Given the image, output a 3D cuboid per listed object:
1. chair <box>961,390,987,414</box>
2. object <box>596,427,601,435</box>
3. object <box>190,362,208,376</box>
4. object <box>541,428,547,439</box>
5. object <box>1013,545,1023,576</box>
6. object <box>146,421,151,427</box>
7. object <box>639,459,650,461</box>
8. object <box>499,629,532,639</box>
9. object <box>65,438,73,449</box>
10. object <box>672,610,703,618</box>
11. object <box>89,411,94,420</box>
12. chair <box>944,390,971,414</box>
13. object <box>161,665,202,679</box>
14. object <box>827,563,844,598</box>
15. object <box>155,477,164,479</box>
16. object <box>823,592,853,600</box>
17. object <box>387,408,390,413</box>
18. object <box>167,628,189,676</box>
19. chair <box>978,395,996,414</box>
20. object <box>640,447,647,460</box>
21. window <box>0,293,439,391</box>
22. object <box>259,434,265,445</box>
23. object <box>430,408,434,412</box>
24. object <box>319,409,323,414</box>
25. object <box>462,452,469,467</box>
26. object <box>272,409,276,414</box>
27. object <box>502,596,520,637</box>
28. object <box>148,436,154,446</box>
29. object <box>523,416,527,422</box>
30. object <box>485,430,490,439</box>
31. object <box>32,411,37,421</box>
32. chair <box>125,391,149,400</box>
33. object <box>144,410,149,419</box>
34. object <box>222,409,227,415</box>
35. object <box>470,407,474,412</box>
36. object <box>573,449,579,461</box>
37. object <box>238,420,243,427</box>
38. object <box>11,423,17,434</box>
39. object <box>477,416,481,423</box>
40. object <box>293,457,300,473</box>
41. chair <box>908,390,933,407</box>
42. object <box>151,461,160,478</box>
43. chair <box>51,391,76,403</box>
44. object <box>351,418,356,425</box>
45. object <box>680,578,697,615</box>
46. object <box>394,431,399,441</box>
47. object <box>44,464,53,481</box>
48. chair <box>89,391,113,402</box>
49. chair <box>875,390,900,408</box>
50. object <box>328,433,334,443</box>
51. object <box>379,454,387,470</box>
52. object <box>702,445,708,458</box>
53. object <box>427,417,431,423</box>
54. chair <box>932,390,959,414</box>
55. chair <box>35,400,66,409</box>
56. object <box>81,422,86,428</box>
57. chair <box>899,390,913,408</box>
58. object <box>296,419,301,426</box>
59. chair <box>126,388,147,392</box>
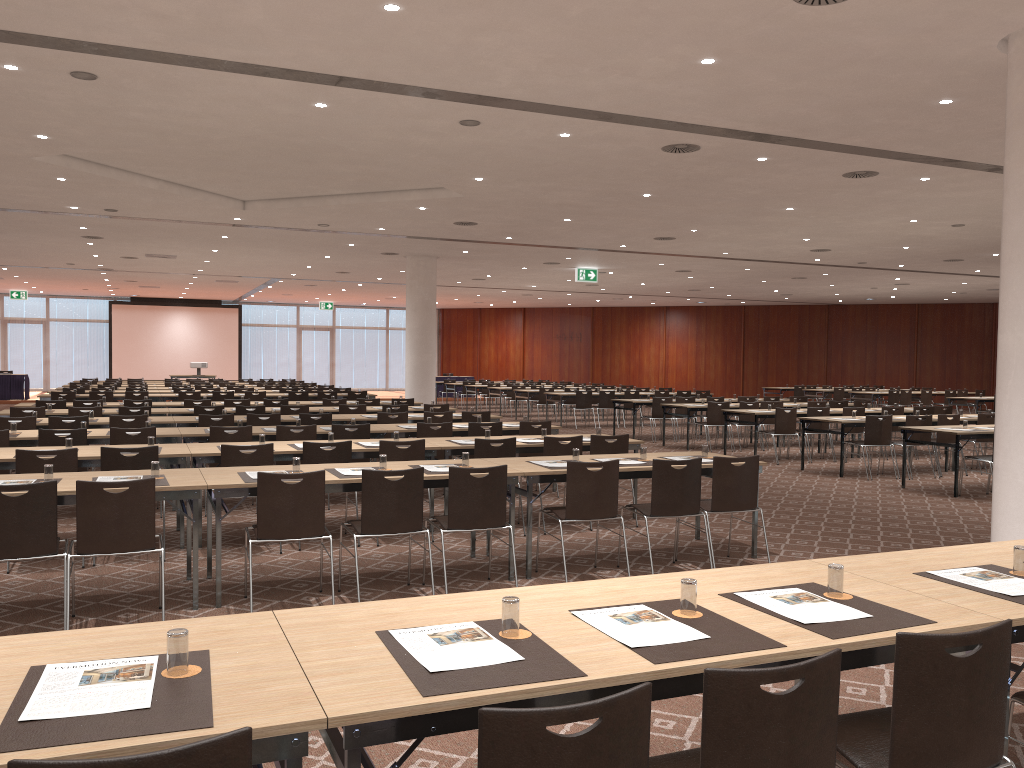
[{"bbox_3d":[14.175,0.636,27.130,0.535,0.940,0.613,0,2,-25],"label":"chair"},{"bbox_3d":[0.950,0.533,9.708,0.054,0.114,0.054,-1,3,-34],"label":"object"},{"bbox_3d":[-11.082,-0.542,31.377,0.576,0.472,0.614,0,2,-23],"label":"object"},{"bbox_3d":[0.341,0.532,9.458,0.054,0.114,0.054,1,2,11],"label":"object"},{"bbox_3d":[2.083,0.721,3.630,0.054,0.114,0.054,1,2,11],"label":"object"},{"bbox_3d":[-4.014,0.465,9.785,0.054,0.114,0.054,2,3,33],"label":"object"},{"bbox_3d":[1.129,0.653,7.606,0.102,0.001,0.102,2,2,33],"label":"object"},{"bbox_3d":[0.010,0.776,2.754,0.102,0.001,0.102,2,2,33],"label":"object"},{"bbox_3d":[-3.846,0.527,7.698,0.054,0.114,0.054,0,2,-12],"label":"object"},{"bbox_3d":[0.593,0.777,2.998,0.102,0.001,0.102,2,2,33],"label":"object"},{"bbox_3d":[-5.396,0.401,11.380,0.054,0.114,0.054,-1,3,-34],"label":"object"},{"bbox_3d":[13.579,0.631,27.014,0.535,0.940,0.613,0,2,-23],"label":"chair"},{"bbox_3d":[-0.890,0.775,2.390,0.102,0.001,0.102,2,2,33],"label":"object"},{"bbox_3d":[1.187,0.720,3.254,0.054,0.114,0.054,2,3,33],"label":"object"},{"bbox_3d":[-2.449,0.648,6.104,0.102,0.001,0.102,2,2,33],"label":"object"},{"bbox_3d":[1.198,0.778,3.257,0.102,0.001,0.102,2,2,33],"label":"object"},{"bbox_3d":[-1.796,0.406,12.891,0.054,0.114,0.054,2,3,33],"label":"object"},{"bbox_3d":[-0.896,0.718,2.377,0.054,0.114,0.054,2,3,33],"label":"object"},{"bbox_3d":[12.297,0.739,22.625,0.535,0.940,0.613,0,2,-24],"label":"chair"},{"bbox_3d":[1.128,0.595,7.605,0.054,0.114,0.054,1,2,11],"label":"object"},{"bbox_3d":[-14.067,-1.630,37.496,22.961,3.874,0.217,0,2,-23],"label":"window"},{"bbox_3d":[-2.341,0.529,8.311,0.054,0.114,0.054,-1,3,-34],"label":"object"},{"bbox_3d":[-1.188,0.407,13.131,0.054,0.114,0.054,2,3,33],"label":"object"},{"bbox_3d":[-2.688,0.405,12.502,0.054,0.114,0.054,1,2,11],"label":"object"},{"bbox_3d":[-0.365,0.594,6.973,0.054,0.114,0.054,2,3,33],"label":"object"},{"bbox_3d":[-3.294,0.404,12.251,0.054,0.114,0.054,-1,3,-34],"label":"object"},{"bbox_3d":[-0.004,0.719,2.745,0.054,0.114,0.054,2,3,33],"label":"object"},{"bbox_3d":[-3.232,0.528,7.940,0.054,0.114,0.054,1,2,11],"label":"object"},{"bbox_3d":[0.171,0.470,11.552,0.054,0.114,0.054,2,3,33],"label":"object"},{"bbox_3d":[-0.253,0.532,9.201,0.054,0.114,0.054,1,2,11],"label":"object"},{"bbox_3d":[-5.990,0.401,11.131,0.054,0.114,0.054,-1,3,-34],"label":"object"},{"bbox_3d":[-7.592,0.609,17.958,0.535,0.940,0.613,0,2,-22],"label":"chair"},{"bbox_3d":[-4.791,0.402,11.625,0.054,0.114,0.054,2,3,33],"label":"object"},{"bbox_3d":[-3.892,0.403,12.008,0.054,0.114,0.054,-1,3,-34],"label":"object"},{"bbox_3d":[-0.601,0.408,13.390,0.054,0.114,0.054,-1,3,-34],"label":"object"},{"bbox_3d":[0.530,0.595,7.356,0.054,0.114,0.054,1,2,11],"label":"object"},{"bbox_3d":[-3.114,0.467,10.154,0.054,0.114,0.054,1,2,11],"label":"object"},{"bbox_3d":[-5.220,0.463,9.289,0.054,0.114,0.054,1,2,11],"label":"object"},{"bbox_3d":[-0.418,0.470,11.295,0.054,0.114,0.054,2,3,33],"label":"object"},{"bbox_3d":[-1.572,0.592,6.467,0.054,0.114,0.054,2,3,33],"label":"object"},{"bbox_3d":[12.143,0.633,26.277,0.535,0.940,0.613,0,2,-23],"label":"chair"},{"bbox_3d":[-2.459,0.590,6.113,0.054,0.114,0.054,2,3,33],"label":"object"},{"bbox_3d":[-8.822,0.606,17.480,0.535,0.940,0.613,0,2,-21],"label":"chair"},{"bbox_3d":[-1.909,0.468,10.660,0.054,0.114,0.054,1,2,11],"label":"object"},{"bbox_3d":[0.598,0.720,3.003,0.054,0.114,0.054,2,3,33],"label":"object"},{"bbox_3d":[-1.151,0.530,8.827,0.054,0.114,0.054,-1,3,-34],"label":"object"},{"bbox_3d":[-3.062,0.590,5.860,0.054,0.114,0.054,1,2,11],"label":"object"},{"bbox_3d":[-8.224,0.606,17.776,0.535,0.940,0.613,0,2,-22],"label":"chair"},{"bbox_3d":[10.924,0.634,25.687,0.535,0.940,0.613,0,2,-25],"label":"chair"},{"bbox_3d":[-1.752,0.530,8.579,0.054,0.114,0.054,-1,3,-34],"label":"object"},{"bbox_3d":[-0.977,0.593,6.720,0.054,0.114,0.054,2,3,33],"label":"object"},{"bbox_3d":[1.710,0.596,7.863,0.054,0.114,0.054,2,3,33],"label":"object"},{"bbox_3d":[-1.032,0.469,11.043,0.054,0.114,0.054,0,2,-12],"label":"object"},{"bbox_3d":[12.988,0.636,26.553,0.535,0.940,0.613,0,2,-21],"label":"chair"},{"bbox_3d":[-7.409,0.716,14.280,0.535,0.940,0.613,0,2,-23],"label":"chair"},{"bbox_3d":[-4.608,0.464,9.539,0.054,0.114,0.054,2,3,33],"label":"object"},{"bbox_3d":[11.478,0.628,26.132,0.535,0.940,0.613,0,2,-23],"label":"chair"},{"bbox_3d":[-2.508,0.467,10.414,0.054,0.114,0.054,1,2,11],"label":"object"},{"bbox_3d":[-8.404,0.544,19.868,0.535,0.940,0.613,0,2,-22],"label":"chair"}]
